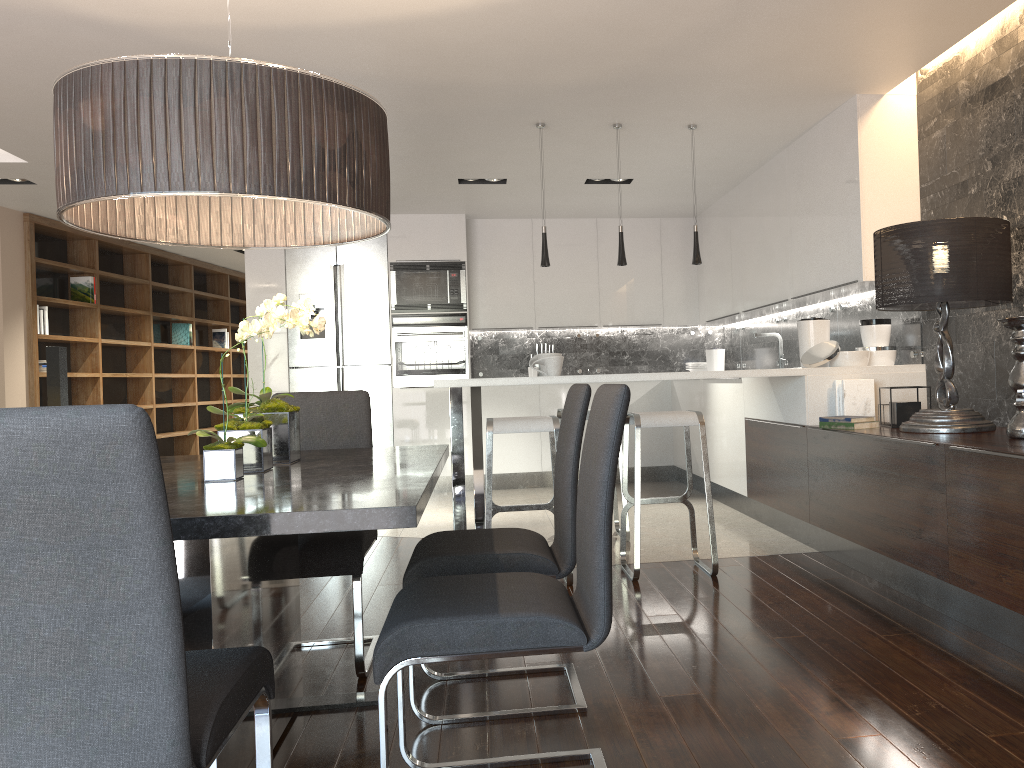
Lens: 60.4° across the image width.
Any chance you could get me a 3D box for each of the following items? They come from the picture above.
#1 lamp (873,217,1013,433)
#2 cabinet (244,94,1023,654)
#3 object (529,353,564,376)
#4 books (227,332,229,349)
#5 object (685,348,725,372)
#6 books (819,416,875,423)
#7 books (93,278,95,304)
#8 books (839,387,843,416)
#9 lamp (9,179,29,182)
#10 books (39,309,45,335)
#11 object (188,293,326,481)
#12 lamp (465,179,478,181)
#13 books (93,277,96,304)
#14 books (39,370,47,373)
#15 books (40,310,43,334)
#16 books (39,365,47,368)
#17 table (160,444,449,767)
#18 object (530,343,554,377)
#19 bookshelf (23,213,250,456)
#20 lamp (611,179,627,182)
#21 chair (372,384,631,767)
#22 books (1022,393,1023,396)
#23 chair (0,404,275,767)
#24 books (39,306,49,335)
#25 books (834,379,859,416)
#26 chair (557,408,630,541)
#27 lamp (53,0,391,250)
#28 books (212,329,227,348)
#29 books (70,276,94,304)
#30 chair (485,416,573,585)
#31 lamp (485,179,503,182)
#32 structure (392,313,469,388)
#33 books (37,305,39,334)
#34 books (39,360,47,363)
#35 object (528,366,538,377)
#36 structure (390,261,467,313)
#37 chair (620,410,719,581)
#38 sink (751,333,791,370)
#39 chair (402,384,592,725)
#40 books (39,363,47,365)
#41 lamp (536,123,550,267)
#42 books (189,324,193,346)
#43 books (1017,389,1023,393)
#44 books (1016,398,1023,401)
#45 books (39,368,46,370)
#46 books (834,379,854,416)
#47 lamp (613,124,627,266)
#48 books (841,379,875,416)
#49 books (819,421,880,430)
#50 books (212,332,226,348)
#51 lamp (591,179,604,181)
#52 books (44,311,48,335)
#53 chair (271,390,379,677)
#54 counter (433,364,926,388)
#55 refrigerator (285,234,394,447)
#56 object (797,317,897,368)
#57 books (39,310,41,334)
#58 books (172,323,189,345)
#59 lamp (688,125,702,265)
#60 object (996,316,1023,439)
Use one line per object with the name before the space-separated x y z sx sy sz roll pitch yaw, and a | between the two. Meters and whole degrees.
lamp | 1.995 -0.252 4.069 0.610 0.933 0.575 -2 0 -15
cabinet | 0.040 -0.287 5.139 4.502 2.501 6.840 -2 0 -4
object | 0.197 -0.108 4.944 0.190 0.133 0.433 -2 0 -2
books | -3.595 -0.540 10.928 0.154 0.205 0.020 -2 0 2
object | 1.851 -0.222 8.451 0.353 0.234 0.554 -2 0 5
books | 1.709 0.179 4.490 0.174 0.024 0.217 -2 0 -26
books | -3.956 -0.864 8.141 0.177 0.251 0.024 -2 0 2
books | 1.838 0.117 4.739 0.157 0.205 0.020 -2 0 -8
lamp | -3.486 -1.471 6.200 0.186 0.077 0.167 -2 0 -40
books | -4.033 -0.524 7.442 0.151 0.222 0.023 -2 0 2
object | -0.667 -0.019 2.410 0.316 0.501 0.564 -2 0 -7
lamp | -0.314 -1.576 6.650 0.179 0.077 0.175 -2 0 -5
books | -3.953 -0.865 8.164 0.177 0.251 0.024 -2 0 2
books | -4.022 -0.105 7.559 0.162 0.022 0.196 -2 0 -25
books | -4.018 -0.517 7.391 0.154 0.205 0.020 -2 0 2
books | -4.026 -0.147 7.544 0.161 0.023 0.234 -2 0 7
table | -0.710 0.615 2.304 1.053 0.760 1.584 -2 0 -4
object | 0.308 -0.222 8.389 0.293 0.336 0.060 -2 0 -4
bookshelf | -3.677 -0.177 10.500 0.288 2.490 6.594 -2 0 7
lamp | 0.838 -1.614 6.814 0.186 0.077 0.168 -2 0 -34
chair | -0.013 0.491 2.063 0.580 0.964 0.422 -2 0 -6
books | 2.047 0.031 3.213 0.304 0.011 0.265 -2 0 31
chair | -0.681 0.514 1.454 0.433 0.964 0.565 -2 0 -4
books | -4.037 -0.535 7.482 0.174 0.244 0.019 -2 0 2
books | 1.835 0.098 4.761 0.177 0.244 0.019 -2 0 -8
chair | 0.472 0.549 5.392 0.426 0.800 0.425 -2 0 -5
lamp | -0.749 -0.966 2.325 0.780 1.102 0.828 -2 0 19
books | -3.608 -0.558 10.863 0.174 0.244 0.019 -2 0 2
books | -3.961 -0.862 8.108 0.192 0.248 0.043 -2 0 2
chair | 0.060 0.565 4.320 0.426 0.800 0.425 -2 0 -5
lamp | -0.133 -1.582 6.676 0.184 0.077 0.170 -2 0 -22
structure | -0.736 -0.302 8.121 0.674 0.651 0.641 -2 0 -5
books | -4.031 -0.535 7.327 0.174 0.244 0.019 -2 0 2
books | -4.024 -0.191 7.559 0.162 0.020 0.196 -2 0 -25
object | 0.198 -0.109 8.290 0.087 0.117 0.097 -2 0 44
structure | -0.757 -0.867 8.169 0.669 0.450 0.605 -2 0 -5
chair | 0.769 0.541 4.422 0.426 0.800 0.425 -2 0 -5
sink | 1.886 -0.124 6.457 0.515 0.520 1.140 -2 0 -3
chair | -0.037 0.490 2.756 0.580 0.964 0.422 -2 0 -6
books | -4.077 -0.168 7.537 0.147 0.023 0.221 -2 0 2
lamp | 0.184 -1.120 5.227 0.058 0.845 0.057 -2 0 -5
books | -3.719 -0.554 9.956 0.193 0.245 0.028 -2 0 2
books | 2.044 0.020 3.221 0.302 0.011 0.266 -2 0 36
books | 2.040 0.052 3.206 0.301 0.011 0.266 -2 0 41
books | -4.019 -0.126 7.541 0.177 0.019 0.241 -2 0 -4
books | 1.851 0.097 4.806 0.177 0.244 0.019 -2 0 -8
lamp | 0.648 -1.135 5.293 0.058 0.845 0.057 -2 0 -5
books | 1.859 0.098 4.719 0.178 0.243 0.023 -2 0 -8
books | 1.719 0.208 4.486 0.188 0.034 0.232 -2 0 -27
books | -3.607 -0.539 10.842 0.154 0.205 0.022 -2 0 2
lamp | 0.657 -1.608 6.788 0.185 0.077 0.168 -2 0 -29
books | -4.021 -0.517 7.463 0.154 0.205 0.020 -2 0 2
chair | -0.716 0.511 3.140 0.433 0.964 0.565 -2 0 -4
counter | 0.880 -0.048 6.692 2.725 0.041 3.983 -2 0 -4
refrigerator | -1.523 -0.165 8.027 0.885 2.343 0.576 -2 0 -6
object | 1.936 -0.248 5.056 0.570 0.298 0.419 -2 0 6
books | -4.031 -0.524 7.370 0.151 0.222 0.023 -2 0 2
books | -3.743 -0.560 9.936 0.200 0.260 0.014 -2 0 2
lamp | 1.112 -1.150 5.359 0.058 0.845 0.057 -2 0 -5
object | 2.054 -0.026 3.509 0.196 0.485 0.220 -2 0 43
